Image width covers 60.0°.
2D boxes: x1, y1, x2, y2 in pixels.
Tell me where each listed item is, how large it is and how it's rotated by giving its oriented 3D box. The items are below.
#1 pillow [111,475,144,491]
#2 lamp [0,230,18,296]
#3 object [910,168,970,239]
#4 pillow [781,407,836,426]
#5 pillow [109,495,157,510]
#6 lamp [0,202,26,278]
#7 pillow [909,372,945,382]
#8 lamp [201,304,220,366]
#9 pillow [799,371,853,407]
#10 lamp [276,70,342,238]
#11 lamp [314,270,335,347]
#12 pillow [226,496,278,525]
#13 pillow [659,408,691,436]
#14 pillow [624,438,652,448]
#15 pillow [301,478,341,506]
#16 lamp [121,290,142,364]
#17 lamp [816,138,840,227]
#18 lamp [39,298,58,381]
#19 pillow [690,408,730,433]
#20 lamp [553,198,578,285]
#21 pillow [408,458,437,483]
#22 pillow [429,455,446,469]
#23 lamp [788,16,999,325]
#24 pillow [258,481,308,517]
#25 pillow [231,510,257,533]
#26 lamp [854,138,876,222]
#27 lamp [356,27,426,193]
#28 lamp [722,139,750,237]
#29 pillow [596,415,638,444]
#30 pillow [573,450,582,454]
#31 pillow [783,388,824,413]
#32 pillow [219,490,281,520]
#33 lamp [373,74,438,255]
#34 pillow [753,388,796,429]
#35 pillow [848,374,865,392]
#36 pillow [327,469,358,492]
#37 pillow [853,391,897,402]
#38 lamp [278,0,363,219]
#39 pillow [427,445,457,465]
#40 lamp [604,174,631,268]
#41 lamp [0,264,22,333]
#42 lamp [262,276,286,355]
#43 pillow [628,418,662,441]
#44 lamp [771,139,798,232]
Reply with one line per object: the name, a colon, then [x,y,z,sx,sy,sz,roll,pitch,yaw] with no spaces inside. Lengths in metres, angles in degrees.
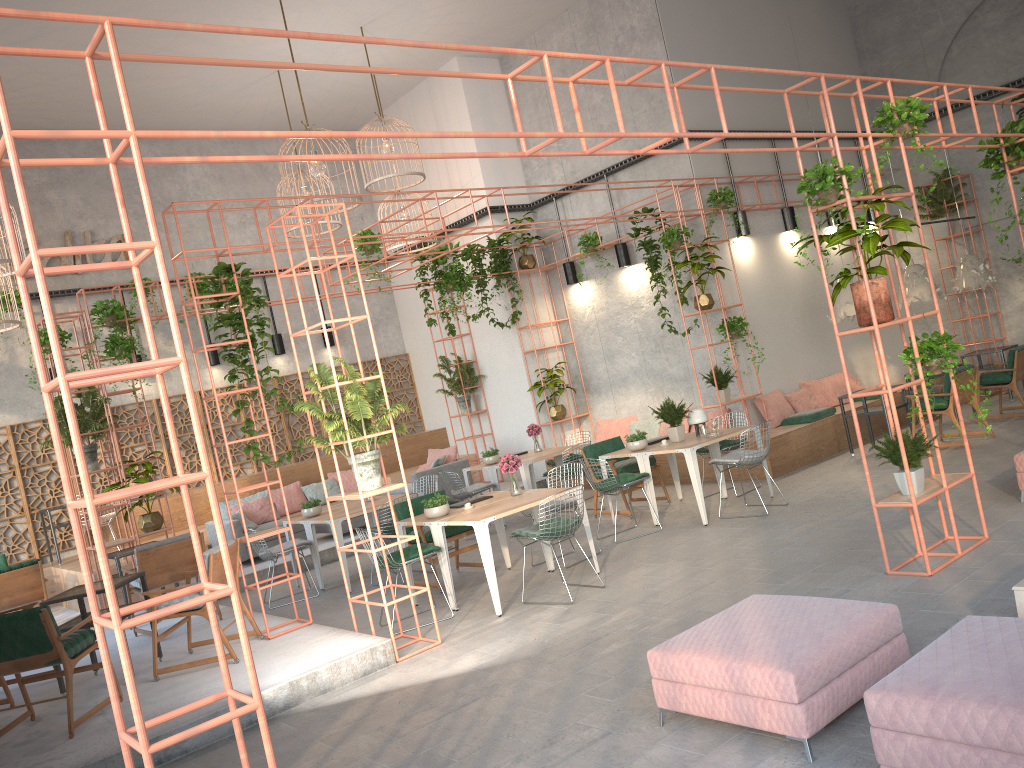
pillow: [-5.907,1.594,13.702,0.499,0.324,0.307,-13,0,-23]
lamp: [-7.658,-2.972,12.387,0.883,3.476,0.883,-12,0,14]
object: [7.031,-2.956,14.552,0.894,1.101,0.900,-12,0,21]
pillow: [4.113,0.450,12.285,0.637,0.149,0.491,-13,1,-37]
pillow: [-5.761,1.775,13.431,0.637,0.149,0.491,-13,1,-37]
lamp: [-6.308,-2.959,9.982,0.883,3.476,0.883,-12,0,14]
pillow: [6.802,-0.156,14.448,0.637,0.149,0.491,-13,1,-37]
lamp: [-5.143,-1.014,14.873,0.185,1.436,0.185,-12,0,3]
pillow: [4.744,0.114,13.306,0.839,0.474,0.276,-13,0,-18]
lamp: [-3.414,-4.048,13.590,0.883,3.476,0.883,-12,0,14]
lamp: [-3.479,-1.388,16.212,0.179,1.436,0.185,-13,1,-38]
pillow: [-3.813,1.901,13.006,0.666,0.385,0.289,-13,1,-38]
pillow: [2.419,0.623,13.239,0.276,0.474,0.839,-13,0,-18]
pillow: [1.983,0.910,13.247,0.491,0.149,0.637,-13,1,-37]
pillow: [-3.136,1.808,14.740,0.666,0.385,0.289,-13,1,-43]
lamp: [-6.083,-0.802,14.117,0.185,1.436,0.185,-12,0,3]
lamp: [5.045,-3.251,14.282,0.179,1.425,0.185,-13,1,-38]
lamp: [-6.977,-0.601,13.398,0.185,1.436,0.185,-12,0,3]
pillow: [2.835,0.585,12.747,0.289,0.385,0.666,-13,1,-43]
lamp: [0.837,-2.328,14.415,0.185,1.425,0.179,-13,1,-38]
pillow: [-1.424,1.403,14.352,0.479,0.317,0.441,-12,0,33]
pillow: [-1.197,1.337,13.963,0.308,0.349,0.495,-12,0,12]
lamp: [5.392,-3.092,12.587,4.456,4.052,0.704,-13,1,-38]
pillow: [-3.675,1.881,14.342,0.276,0.474,0.839,-12,1,42]
pillow: [-3.802,1.953,12.625,0.307,0.324,0.499,-12,0,-3]
lamp: [5.972,-3.460,15.028,0.179,1.425,0.185,-13,1,-38]
lamp: [-2.041,-4.566,12.699,0.883,3.476,0.883,-12,0,14]
lamp: [3.199,-2.835,12.797,0.179,1.425,0.185,-13,1,-38]
pillow: [1.678,0.778,14.273,0.839,0.474,0.276,-12,1,42]
pillow: [1.349,1.043,14.072,0.491,0.149,0.637,-13,1,-37]
pillow: [4.251,0.272,12.930,0.666,0.385,0.289,-13,1,-43]
pillow: [-3.900,1.887,13.133,0.839,0.474,0.276,-13,1,-38]
lamp: [-2.021,-3.933,14.612,0.883,3.476,0.883,-12,0,14]
pillow: [3.735,0.341,12.550,0.276,0.474,0.839,-12,1,42]
pillow: [5.235,0.051,13.721,0.666,0.385,0.289,-13,1,-43]
pillow: [-2.692,1.660,15.133,0.839,0.474,0.276,-13,0,-18]
pillow: [5.441,0.150,13.353,0.637,0.149,0.491,-13,1,-37]
lamp: [-2.574,-3.782,10.498,0.883,3.476,0.883,-12,0,14]
pillow: [-1.160,1.279,14.423,0.273,0.476,0.836,-13,1,-38]
lamp: [1.567,-2.482,13.464,0.185,1.425,0.179,-13,1,-38]
lamp: [-7.010,-2.368,11.104,0.883,3.476,0.883,-12,0,14]
lamp: [-4.231,-1.219,15.607,0.185,1.436,0.185,-12,0,3]
pillow: [2.061,0.748,13.755,0.289,0.385,0.666,-13,1,-43]
lamp: [4.126,-3.044,13.543,0.179,1.425,0.185,-13,1,-38]
